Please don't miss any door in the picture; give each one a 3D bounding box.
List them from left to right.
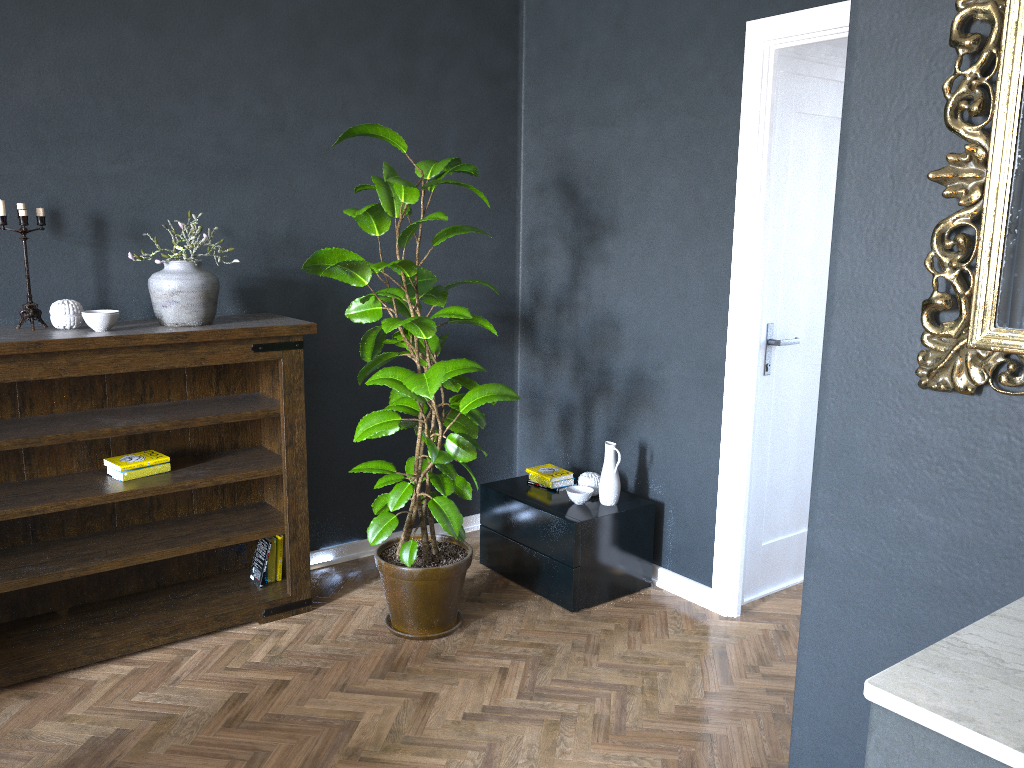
[{"bbox_3d":[1.246,-0.196,3.742,0.856,2.193,0.161,-7,14,-36],"label":"door"}]

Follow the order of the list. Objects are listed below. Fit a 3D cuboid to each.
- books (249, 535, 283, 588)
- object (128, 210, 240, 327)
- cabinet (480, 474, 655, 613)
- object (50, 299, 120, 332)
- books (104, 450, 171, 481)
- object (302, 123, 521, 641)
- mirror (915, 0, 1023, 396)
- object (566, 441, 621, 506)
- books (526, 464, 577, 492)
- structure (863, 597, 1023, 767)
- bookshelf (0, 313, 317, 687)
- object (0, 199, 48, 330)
[{"bbox_3d":[-1.014,0.717,3.659,0.122,0.193,0.179,-6,13,-33],"label":"books"},{"bbox_3d":[-1.206,-0.422,3.223,0.385,0.413,0.275,7,13,30],"label":"object"},{"bbox_3d":[0.231,0.672,3.937,0.456,0.391,0.649,-7,13,-37],"label":"cabinet"},{"bbox_3d":[-1.464,-0.236,3.037,0.255,0.104,0.117,4,11,18],"label":"object"},{"bbox_3d":[-1.379,0.331,3.295,0.174,0.113,0.196,10,14,41],"label":"books"},{"bbox_3d":[-0.372,-0.003,3.412,0.762,1.904,1.116,-9,15,-42],"label":"object"},{"bbox_3d":[1.078,-0.294,1.185,0.067,0.786,1.054,-8,13,-37],"label":"mirror"},{"bbox_3d":[0.340,0.365,3.791,0.229,0.269,0.228,0,11,-4],"label":"object"},{"bbox_3d":[0.174,0.424,4.023,0.162,0.066,0.214,-8,14,-41],"label":"books"},{"bbox_3d":[0.921,0.923,0.997,0.833,0.984,1.063,-7,13,-37],"label":"structure"},{"bbox_3d":[-1.644,0.407,3.065,1.916,1.175,0.450,-7,14,-37],"label":"bookshelf"},{"bbox_3d":[-1.675,-0.407,3.028,0.130,0.439,0.144,1,11,-1],"label":"object"}]
